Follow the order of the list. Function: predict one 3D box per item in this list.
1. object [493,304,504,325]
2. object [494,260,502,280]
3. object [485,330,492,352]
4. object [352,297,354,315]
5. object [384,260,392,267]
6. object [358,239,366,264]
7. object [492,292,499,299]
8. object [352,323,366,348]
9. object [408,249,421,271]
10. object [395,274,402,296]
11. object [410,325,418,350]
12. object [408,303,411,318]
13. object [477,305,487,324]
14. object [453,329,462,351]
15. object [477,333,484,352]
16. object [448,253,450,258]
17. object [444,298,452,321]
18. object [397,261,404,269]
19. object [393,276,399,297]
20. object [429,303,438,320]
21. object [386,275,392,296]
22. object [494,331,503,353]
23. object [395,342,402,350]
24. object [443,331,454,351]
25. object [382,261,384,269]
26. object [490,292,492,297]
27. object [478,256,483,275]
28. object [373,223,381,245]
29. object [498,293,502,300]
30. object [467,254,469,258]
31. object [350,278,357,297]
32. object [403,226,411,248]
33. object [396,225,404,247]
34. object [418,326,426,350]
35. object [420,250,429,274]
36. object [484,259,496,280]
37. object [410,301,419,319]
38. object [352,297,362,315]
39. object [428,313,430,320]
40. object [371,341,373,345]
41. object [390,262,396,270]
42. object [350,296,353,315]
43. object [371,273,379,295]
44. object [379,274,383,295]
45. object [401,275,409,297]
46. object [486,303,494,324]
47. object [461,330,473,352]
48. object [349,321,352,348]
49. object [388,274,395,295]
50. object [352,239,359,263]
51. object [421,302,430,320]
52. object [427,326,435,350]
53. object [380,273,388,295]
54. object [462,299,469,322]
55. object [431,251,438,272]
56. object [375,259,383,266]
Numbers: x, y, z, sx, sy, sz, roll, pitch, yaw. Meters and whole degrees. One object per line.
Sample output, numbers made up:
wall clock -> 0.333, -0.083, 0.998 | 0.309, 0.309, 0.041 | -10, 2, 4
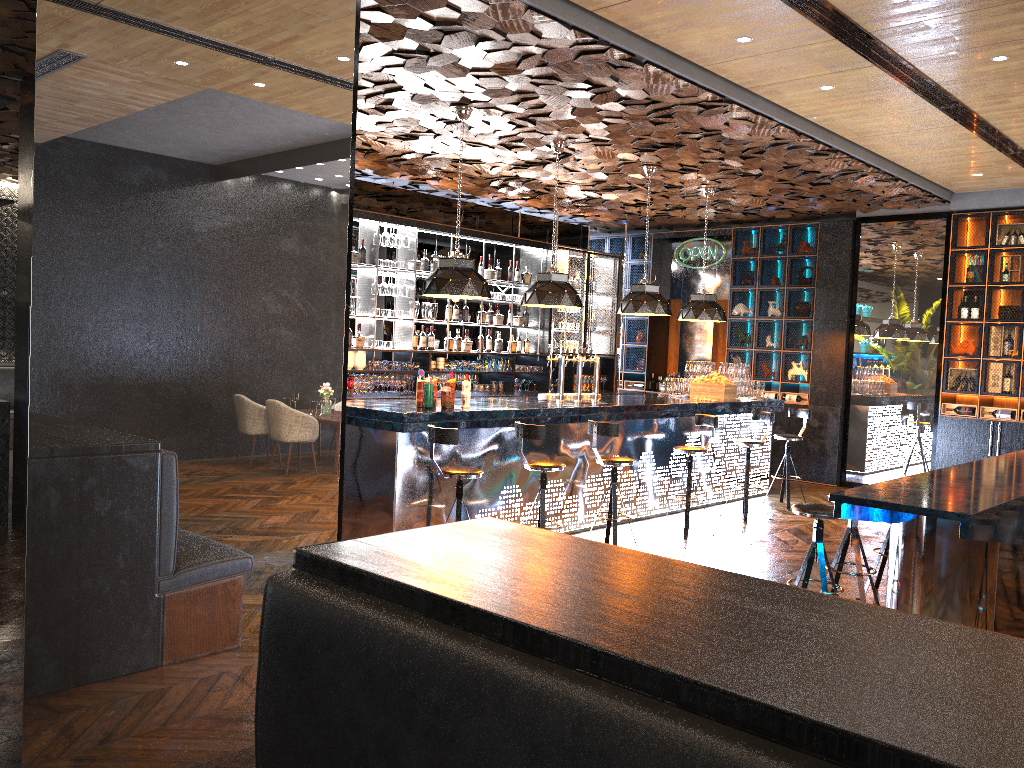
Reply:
object -> -0.183, -0.914, 11.676 | 0.123, 0.279, 0.123 | 1, 3, -34
object -> -0.189, -1.487, 11.637 | 0.083, 0.282, 0.083 | 5, 3, 43
object -> -0.306, -0.563, 11.606 | 0.086, 0.298, 0.086 | 3, 3, 2
object -> -1.834, -0.882, 10.048 | 0.105, 0.209, 0.105 | 2, 3, -2
object -> -1.435, -1.386, 10.265 | 0.089, 0.092, 0.089 | 3, 3, 11
object -> -1.690, -1.490, 10.019 | 0.086, 0.299, 0.086 | 3, 3, 2
object -> -0.214, -1.144, 11.532 | 0.089, 0.092, 0.089 | 3, 3, 6
object -> -1.733, -0.546, 10.035 | 0.123, 0.279, 0.123 | 1, 3, -34
object -> -1.162, -1.475, 10.588 | 0.123, 0.279, 0.123 | 4, 3, 31
object -> -1.323, -1.149, 10.308 | 0.092, 0.244, 0.092 | 3, 3, 3
object -> -1.178, -0.559, 10.662 | 0.086, 0.299, 0.086 | 3, 3, 2
object -> -1.199, -0.883, 10.680 | 0.105, 0.209, 0.105 | 2, 3, -2
object -> -0.392, -0.899, 11.471 | 0.094, 0.248, 0.151 | 4, 3, 32
object -> -0.684, -0.553, 11.188 | 0.083, 0.282, 0.083 | 5, 3, 43
object -> -0.406, -0.560, 11.451 | 0.086, 0.297, 0.086 | 2, 3, -13
object -> -0.779, -1.485, 11.000 | 0.083, 0.282, 0.083 | 4, 3, 28
object -> -0.794, -0.923, 11.044 | 0.086, 0.299, 0.086 | 3, 3, 2
object -> -1.301, -1.383, 10.336 | 0.089, 0.092, 0.089 | 3, 3, 11
object -> -1.373, -1.160, 10.496 | 0.092, 0.244, 0.092 | 3, 3, 3
object -> -0.956, -0.876, 10.777 | 0.105, 0.209, 0.105 | 2, 3, -2
object -> -1.443, -1.160, 10.420 | 0.092, 0.244, 0.092 | 3, 3, 3
object -> -0.177, -0.555, 11.736 | 0.083, 0.282, 0.083 | 4, 3, 28
object -> -1.335, -0.452, 10.434 | 0.089, 0.092, 0.089 | 1, 3, -37
object -> -0.789, -0.535, 11.075 | 0.094, 0.248, 0.151 | 4, 3, 32
object -> -1.491, -1.394, 10.384 | 0.089, 0.092, 0.089 | 1, 3, -37
object -> -0.304, -1.145, 11.471 | 0.089, 0.092, 0.089 | 3, 3, 6
object -> -0.399, -1.495, 11.420 | 0.086, 0.298, 0.086 | 3, 3, 2
object -> -1.560, -1.731, 10.241 | 0.092, 0.244, 0.092 | 3, 3, 3
object -> -0.172, -1.146, 11.628 | 0.089, 0.092, 0.089 | 2, 3, -3
object -> -0.563, -1.494, 11.253 | 0.086, 0.298, 0.086 | 3, 3, 2
object -> -1.789, -1.085, 9.943 | 0.105, 0.209, 0.105 | 2, 3, -2
object -> -1.227, -1.721, 10.359 | 0.092, 0.244, 0.092 | 3, 3, 3
object -> -1.297, -1.721, 10.283 | 0.092, 0.244, 0.092 | 3, 3, 3
object -> -1.090, -0.562, 10.795 | 0.086, 0.298, 0.086 | 3, 3, 2
object -> -1.054, -1.477, 10.703 | 0.083, 0.282, 0.083 | 4, 3, 28
object -> -0.288, -1.483, 11.510 | 0.123, 0.279, 0.123 | 4, 3, 32
object -> -1.157, -0.875, 10.555 | 0.105, 0.209, 0.105 | 2, 3, -2
object -> -1.743, -0.875, 9.983 | 0.105, 0.209, 0.105 | 2, 3, -2
object -> -1.027, -0.883, 10.859 | 0.105, 0.209, 0.105 | 2, 3, -2
object -> -1.604, -0.461, 10.361 | 0.089, 0.092, 0.089 | 3, 3, 15
object -> -1.414, -1.395, 10.483 | 0.089, 0.092, 0.089 | 3, 3, 11
object -> -1.830, -0.876, 9.906 | 0.105, 0.209, 0.105 | 2, 3, -2
object -> -1.585, -1.159, 10.267 | 0.092, 0.244, 0.092 | 3, 3, 3
object -> -1.511, -1.159, 10.348 | 0.092, 0.244, 0.092 | 3, 3, 3
object -> -1.252, -1.150, 10.384 | 0.092, 0.244, 0.092 | 3, 3, 3
object -> -0.287, -0.917, 11.584 | 0.083, 0.282, 0.083 | 5, 3, 43
object -> -0.580, -0.550, 11.281 | 0.123, 0.279, 0.123 | 1, 3, -34
object -> -1.830, -0.555, 9.912 | 0.086, 0.297, 0.086 | 2, 3, -13
object -> -1.390, -1.149, 10.236 | 0.092, 0.244, 0.092 | 3, 3, 3
object -> -1.783, -1.478, 9.895 | 0.123, 0.279, 0.123 | 4, 3, 31
object -> -1.048, -0.878, 10.714 | 0.105, 0.209, 0.105 | 2, 3, -2
object -> -0.992, -0.561, 10.866 | 0.086, 0.298, 0.086 | 3, 3, 2
object -> -1.464, -1.149, 10.155 | 0.092, 0.244, 0.092 | 3, 3, 3
object -> -0.590, -0.924, 11.260 | 0.086, 0.297, 0.086 | 3, 3, 2
object -> -0.941, -1.478, 10.825 | 0.083, 0.282, 0.083 | 1, 3, -32
object -> -1.534, -1.387, 10.191 | 0.089, 0.092, 0.089 | 3, 3, 11
